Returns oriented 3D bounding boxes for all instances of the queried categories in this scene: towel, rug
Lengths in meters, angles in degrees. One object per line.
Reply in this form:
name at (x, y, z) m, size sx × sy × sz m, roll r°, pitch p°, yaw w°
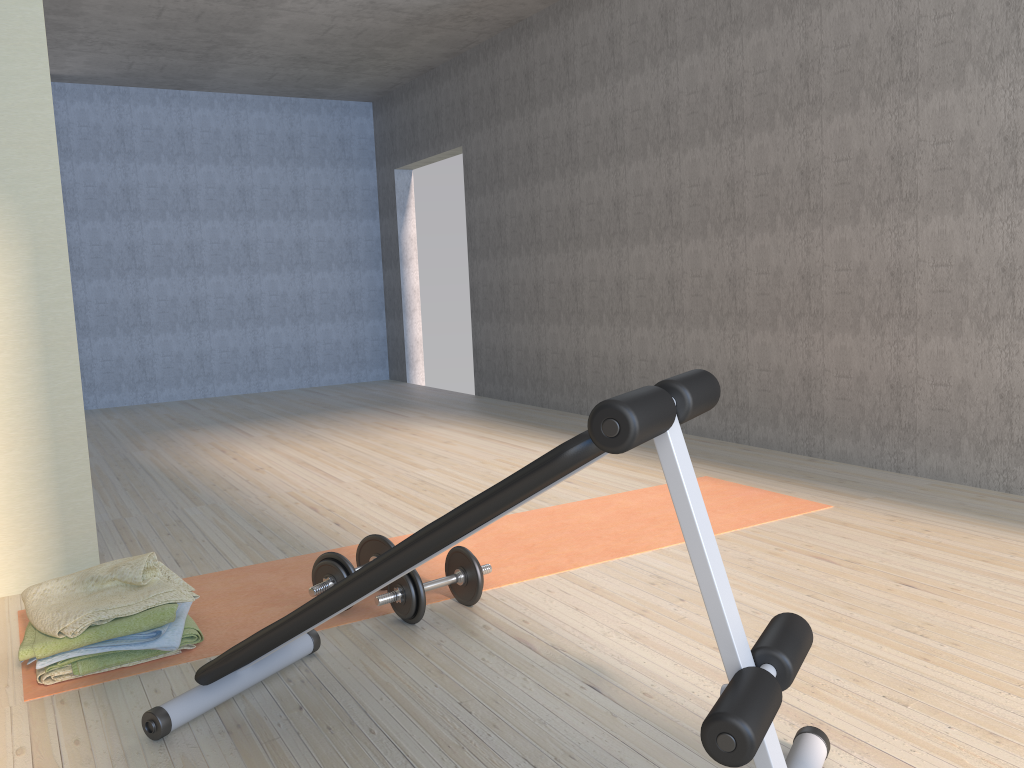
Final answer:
towel at (-1.077, 0.549, 2.360) m, size 0.373 × 0.123 × 0.384 m, roll 4°, pitch 9°, yaw 44°
towel at (-1.080, 0.686, 2.390) m, size 0.376 × 0.044 × 0.371 m, roll -7°, pitch 8°, yaw -31°
towel at (-1.060, 0.662, 2.390) m, size 0.380 × 0.081 × 0.367 m, roll -7°, pitch 8°, yaw -32°
towel at (-1.066, 0.639, 2.364) m, size 0.383 × 0.078 × 0.383 m, roll -4°, pitch 7°, yaw -13°
rug at (-0.127, 0.585, 3.082) m, size 2.779 × 0.002 × 0.716 m, roll -6°, pitch 7°, yaw -30°
towel at (-1.084, 0.607, 2.340) m, size 0.376 × 0.085 × 0.371 m, roll -6°, pitch 7°, yaw -25°

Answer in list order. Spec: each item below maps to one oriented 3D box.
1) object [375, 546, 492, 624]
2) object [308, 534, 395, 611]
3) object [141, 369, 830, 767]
object at (-0.216, 0.569, 2.522) m, size 0.385 × 0.176 × 0.176 m, roll -8°, pitch 8°, yaw -38°
object at (-0.458, 0.558, 2.634) m, size 0.176 × 0.176 × 0.385 m, roll 1°, pitch 8°, yaw 32°
object at (-0.110, 0.361, 1.734) m, size 1.312 × 0.746 × 0.505 m, roll 1°, pitch 7°, yaw 29°
